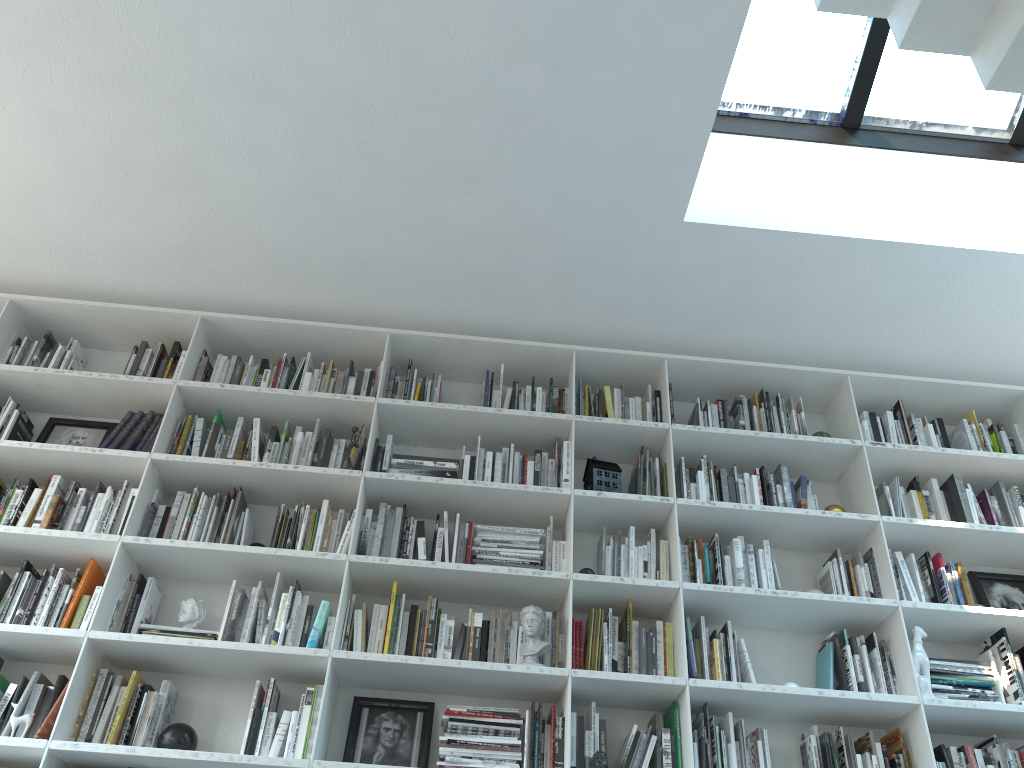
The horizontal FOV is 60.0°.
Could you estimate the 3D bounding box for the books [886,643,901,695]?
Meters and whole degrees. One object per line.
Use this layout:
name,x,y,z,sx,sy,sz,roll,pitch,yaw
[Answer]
books,1.443,1.140,3.395,0.010,0.244,0.159,5,-37,-2

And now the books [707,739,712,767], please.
books,0.684,1.389,3.150,0.013,0.203,0.155,5,-37,-2

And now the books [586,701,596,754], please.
books,0.281,1.309,3.165,0.013,0.305,0.142,5,-37,-2

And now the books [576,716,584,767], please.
books,0.232,1.329,3.151,0.028,0.251,0.143,5,-37,-2

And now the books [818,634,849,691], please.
books,1.236,1.119,3.400,0.021,0.263,0.175,5,-37,-2

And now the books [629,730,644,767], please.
books,0.413,1.361,3.150,0.095,0.224,0.145,5,-37,-2

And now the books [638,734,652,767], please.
books,0.443,1.369,3.150,0.090,0.214,0.140,5,-37,-2

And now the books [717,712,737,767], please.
books,0.770,1.350,3.167,0.014,0.295,0.176,5,-37,-2

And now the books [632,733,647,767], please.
books,0.424,1.364,3.142,0.090,0.211,0.144,5,-37,-2

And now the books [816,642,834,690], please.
books,1.197,1.130,3.397,0.056,0.239,0.154,5,-37,-2

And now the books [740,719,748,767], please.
books,0.820,1.372,3.182,0.006,0.283,0.160,5,-37,-2

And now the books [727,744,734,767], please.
books,0.753,1.393,3.135,0.013,0.185,0.185,5,-37,-2

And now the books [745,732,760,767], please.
books,0.850,1.387,3.161,0.015,0.237,0.177,5,-37,-2

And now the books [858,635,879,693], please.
books,1.350,1.128,3.410,0.032,0.273,0.155,5,-37,-2

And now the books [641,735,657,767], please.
books,0.457,1.369,3.138,0.091,0.204,0.170,5,-37,-2

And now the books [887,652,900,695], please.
books,1.425,1.158,3.392,0.023,0.211,0.165,5,-37,-2

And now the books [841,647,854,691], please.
books,1.256,1.138,3.379,0.006,0.208,0.189,5,-37,-2

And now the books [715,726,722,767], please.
books,0.718,1.367,3.154,0.013,0.247,0.166,5,-37,-2

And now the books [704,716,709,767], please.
books,0.678,1.353,3.167,0.006,0.280,0.156,5,-37,-2

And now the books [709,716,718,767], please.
books,0.710,1.351,3.163,0.005,0.282,0.160,5,-37,-2

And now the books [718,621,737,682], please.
books,0.823,1.074,3.396,0.013,0.285,0.159,5,-37,-2

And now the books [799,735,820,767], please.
books,1.075,1.405,3.177,0.019,0.250,0.131,5,-37,-2

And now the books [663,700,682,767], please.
books,0.575,1.324,3.173,0.014,0.323,0.184,5,-37,-2

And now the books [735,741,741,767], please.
books,0.786,1.399,3.153,0.013,0.202,0.168,5,-37,-2

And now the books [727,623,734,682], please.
books,0.814,1.078,3.392,0.006,0.272,0.168,5,-37,-2

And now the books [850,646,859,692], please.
books,1.287,1.144,3.400,0.007,0.228,0.147,5,-37,-2

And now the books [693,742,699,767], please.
books,0.635,1.390,3.143,0.015,0.187,0.169,5,-37,-2

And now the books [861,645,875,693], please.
books,1.331,1.136,3.382,0.012,0.223,0.179,5,-37,-2

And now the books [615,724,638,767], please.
books,0.382,1.341,3.129,0.095,0.227,0.191,5,-37,-2

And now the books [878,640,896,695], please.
books,1.411,1.131,3.391,0.011,0.251,0.170,5,-37,-2

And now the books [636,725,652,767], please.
books,0.440,1.353,3.150,0.094,0.237,0.150,5,-37,-2

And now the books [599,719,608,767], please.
books,0.315,1.342,3.156,0.035,0.247,0.141,5,-37,-2

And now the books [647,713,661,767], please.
books,0.510,1.341,3.169,0.013,0.284,0.139,5,-37,-2

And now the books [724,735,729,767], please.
books,0.741,1.382,3.148,0.013,0.217,0.161,5,-37,-2

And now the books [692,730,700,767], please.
books,0.649,1.377,3.166,0.011,0.238,0.137,5,-37,-2

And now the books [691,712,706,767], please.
books,0.666,1.348,3.172,0.018,0.293,0.178,5,-37,-2

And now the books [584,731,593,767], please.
books,0.259,1.344,3.117,0.027,0.191,0.183,5,-37,-2

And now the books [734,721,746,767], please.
books,0.800,1.367,3.163,0.012,0.265,0.184,5,-37,-2

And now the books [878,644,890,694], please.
books,1.397,1.143,3.403,0.013,0.243,0.159,5,-37,-2

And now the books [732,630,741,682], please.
books,0.844,1.094,3.393,0.007,0.252,0.162,5,-37,-2

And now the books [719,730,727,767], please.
books,0.730,1.370,3.140,0.011,0.225,0.189,5,-37,-2

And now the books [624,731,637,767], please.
books,0.390,1.356,3.142,0.088,0.218,0.139,5,-37,-2

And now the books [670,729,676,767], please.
books,0.555,1.363,3.145,0.021,0.225,0.149,5,-37,-2

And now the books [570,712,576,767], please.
books,0.206,1.325,3.156,0.024,0.262,0.155,5,-37,-2

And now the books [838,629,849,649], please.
books,1.279,1.116,3.419,0.013,0.293,0.155,5,-37,-2

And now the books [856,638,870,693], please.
books,1.318,1.126,3.399,0.015,0.258,0.153,5,-37,-2

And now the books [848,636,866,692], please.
books,1.301,1.122,3.399,0.018,0.261,0.166,5,-37,-2

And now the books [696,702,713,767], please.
books,0.697,1.341,3.199,0.007,0.340,0.150,5,-37,-2

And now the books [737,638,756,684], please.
books,0.874,1.098,3.358,0.051,0.209,0.177,5,-37,-2

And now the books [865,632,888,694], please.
books,1.374,1.117,3.393,0.012,0.272,0.185,5,-37,-2

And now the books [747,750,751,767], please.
books,0.826,1.414,3.149,0.013,0.178,0.141,5,-37,-2

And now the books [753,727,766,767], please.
books,0.879,1.382,3.170,0.014,0.259,0.142,5,-37,-2

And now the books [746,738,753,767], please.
books,0.838,1.398,3.164,0.008,0.221,0.134,5,-37,-2

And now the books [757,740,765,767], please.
books,0.864,1.399,3.150,0.014,0.206,0.181,5,-37,-2

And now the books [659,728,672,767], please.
books,0.531,1.355,3.134,0.029,0.221,0.172,5,-37,-2

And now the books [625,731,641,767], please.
books,0.399,1.353,3.128,0.089,0.209,0.177,5,-37,-2

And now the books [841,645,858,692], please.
books,1.265,1.135,3.383,0.013,0.218,0.188,5,-37,-2

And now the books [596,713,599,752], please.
books,0.292,1.332,3.160,0.012,0.264,0.158,5,-37,-2

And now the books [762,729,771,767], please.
books,0.892,1.387,3.168,0.013,0.250,0.173,5,-37,-2
